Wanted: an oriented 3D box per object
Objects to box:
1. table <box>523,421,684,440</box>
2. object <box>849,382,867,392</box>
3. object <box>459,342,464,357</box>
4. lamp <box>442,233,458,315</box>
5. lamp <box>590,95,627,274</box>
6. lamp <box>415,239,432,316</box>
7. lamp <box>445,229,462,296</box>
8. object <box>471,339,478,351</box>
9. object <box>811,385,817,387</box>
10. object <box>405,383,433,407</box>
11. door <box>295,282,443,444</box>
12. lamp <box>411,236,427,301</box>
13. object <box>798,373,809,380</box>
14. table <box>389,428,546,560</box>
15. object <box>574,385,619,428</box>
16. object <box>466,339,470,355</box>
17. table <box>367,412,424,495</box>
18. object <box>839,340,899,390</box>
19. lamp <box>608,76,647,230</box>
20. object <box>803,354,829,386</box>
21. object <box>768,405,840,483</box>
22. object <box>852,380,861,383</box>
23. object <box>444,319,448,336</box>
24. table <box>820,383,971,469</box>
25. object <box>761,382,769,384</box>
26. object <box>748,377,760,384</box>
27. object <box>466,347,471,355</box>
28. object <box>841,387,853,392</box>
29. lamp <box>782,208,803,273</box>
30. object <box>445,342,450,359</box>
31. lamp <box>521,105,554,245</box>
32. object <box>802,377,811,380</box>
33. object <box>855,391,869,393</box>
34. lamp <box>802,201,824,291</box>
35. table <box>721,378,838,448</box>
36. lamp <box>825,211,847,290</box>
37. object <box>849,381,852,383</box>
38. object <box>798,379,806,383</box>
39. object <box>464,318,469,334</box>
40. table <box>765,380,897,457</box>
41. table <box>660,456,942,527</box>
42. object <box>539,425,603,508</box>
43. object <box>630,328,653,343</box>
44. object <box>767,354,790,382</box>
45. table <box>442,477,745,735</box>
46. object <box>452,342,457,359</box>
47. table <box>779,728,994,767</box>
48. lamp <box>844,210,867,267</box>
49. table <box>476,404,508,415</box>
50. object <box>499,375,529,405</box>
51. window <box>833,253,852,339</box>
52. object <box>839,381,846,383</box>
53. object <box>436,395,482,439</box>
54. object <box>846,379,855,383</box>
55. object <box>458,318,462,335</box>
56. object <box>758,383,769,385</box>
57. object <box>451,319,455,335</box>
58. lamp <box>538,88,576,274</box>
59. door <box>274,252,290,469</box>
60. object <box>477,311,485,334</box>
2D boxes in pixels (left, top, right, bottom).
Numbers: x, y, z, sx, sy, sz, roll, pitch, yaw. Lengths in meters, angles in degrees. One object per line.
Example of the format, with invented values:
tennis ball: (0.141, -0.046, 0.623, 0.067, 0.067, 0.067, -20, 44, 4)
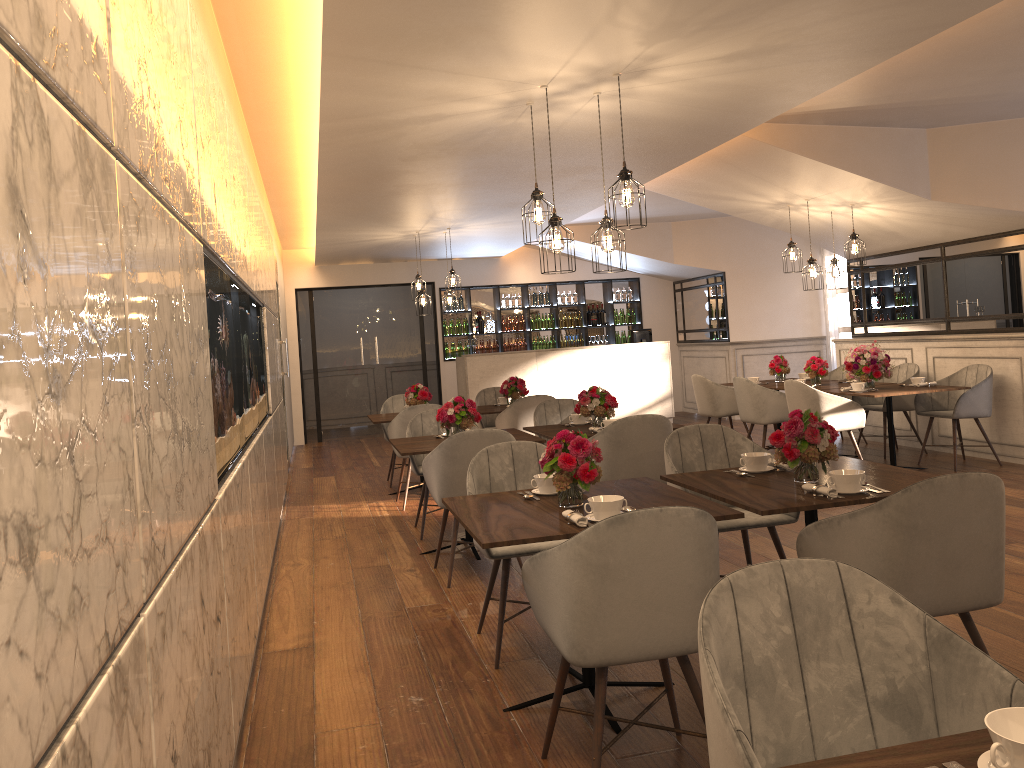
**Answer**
table: (0.635, 0.653, 6.028, 0.897, 0.721, 0.896, -4, 2, -13)
object: (2.947, 0.028, 7.533, 0.148, 0.072, 0.148, -3, 3, 30)
object: (-0.795, -0.538, 13.853, 0.065, 0.261, 0.065, -4, 0, -34)
lamp: (-0.784, -1.847, 10.320, 0.175, 2.072, 0.175, -4, -1, -11)
lamp: (0.462, -1.640, 4.806, 0.175, 2.072, 0.175, -4, -1, -11)
lamp: (-1.072, -1.819, 10.125, 0.175, 2.072, 0.175, -4, -1, -11)
lamp: (-0.724, -2.030, 10.002, 0.175, 2.072, 0.175, -4, -1, -11)
object: (-0.514, -0.513, 12.130, 0.065, 0.208, 0.145, -4, 1, -21)
object: (2.787, 0.028, 8.336, 0.197, 0.015, 0.043, -5, 3, -17)
object: (-0.861, 0.128, 8.243, 0.234, 0.301, 0.305, -4, 1, -38)
door: (-2.175, -0.342, 13.583, 2.108, 2.335, 0.273, -4, 0, -13)
lamp: (-1.157, -2.023, 10.447, 0.175, 2.072, 0.175, -4, -1, -11)
object: (3.129, -0.080, 9.485, 0.148, 0.072, 0.148, -3, 3, 30)
table: (-0.299, 0.725, 5.816, 0.897, 0.721, 0.896, -4, 2, -13)
object: (0.576, 0.145, 5.987, 0.305, 0.301, 0.234, -3, 1, 20)
object: (-0.597, -0.507, 12.106, 0.065, 0.208, 0.065, -4, 0, -21)
table: (-0.844, 0.642, 8.232, 0.897, 0.721, 0.896, -4, 2, -13)
object: (3.092, -0.167, 7.700, 0.420, 0.425, 0.405, -4, 1, -24)
lamp: (0.522, -1.822, 4.487, 0.175, 2.072, 0.175, -4, -1, -11)
object: (2.940, -0.139, 8.588, 0.234, 0.301, 0.305, -4, 1, 7)
object: (1.142, 0.231, 3.474, 0.306, 0.301, 0.234, -5, 1, -35)
object: (3.353, -0.029, 8.501, 0.175, 0.039, 0.056, -4, 2, -13)
object: (-1.034, -0.884, 13.807, 0.065, 0.261, 0.065, -4, 0, -34)
table: (3.255, 0.403, 7.600, 0.897, 0.721, 0.896, -4, 2, -13)
object: (2.590, -0.002, 9.209, 0.197, 0.015, 0.043, -5, 3, -17)
object: (2.545, -0.033, 9.316, 0.148, 0.072, 0.148, -3, 3, 30)
object: (-0.688, -0.546, 13.877, 0.065, 0.261, 0.065, -4, 0, -34)
object: (2.923, 0.041, 7.644, 0.175, 0.039, 0.056, -4, 2, -13)
lamp: (2.665, -2.117, 8.605, 0.175, 2.072, 0.175, -4, -1, -11)
object: (-1.011, -0.521, 13.804, 0.065, 0.261, 0.065, -4, 0, -34)
lamp: (0.089, -1.816, 4.933, 0.175, 2.072, 0.175, -4, -1, -11)
object: (3.156, -0.059, 9.374, 0.175, 0.039, 0.056, -4, 2, -13)
object: (2.992, 0.063, 7.462, 0.211, 0.004, 0.022, -4, 3, -13)
lamp: (2.751, -1.912, 8.282, 0.175, 2.072, 0.175, -4, -1, -11)
table: (2.841, 0.340, 9.432, 0.897, 0.721, 0.896, -4, 2, -13)
lamp: (3.039, -1.941, 8.478, 0.175, 2.072, 0.175, -4, -1, -11)
object: (3.336, -0.023, 8.532, 0.192, 0.024, 0.025, -4, 1, -13)
object: (2.742, -0.003, 8.442, 0.148, 0.072, 0.148, -3, 3, 30)
object: (-0.712, -0.908, 13.881, 0.065, 0.261, 0.065, -4, 0, -34)
table: (3.048, 0.371, 8.516, 0.897, 0.721, 0.896, -4, 2, -13)
table: (1.202, 0.739, 3.514, 0.897, 0.721, 0.896, -4, 2, -13)
object: (0.209, 0.302, 3.292, 0.234, 0.301, 0.305, -4, 1, -11)
object: (1.897, -0.634, 12.838, 0.409, 0.329, 0.129, -5, 1, -35)
object: (2.830, -0.174, 9.400, 0.234, 0.301, 0.306, -3, 1, 35)
table: (0.268, 0.811, 3.302, 0.897, 0.721, 0.896, -4, 2, -13)
object: (-0.903, -0.530, 13.829, 0.065, 0.261, 0.065, -4, 0, -34)
table: (0.814, 0.894, 0.885, 0.897, 0.721, 0.896, -4, 2, -13)
lamp: (3.099, -2.123, 8.159, 0.175, 2.072, 0.175, -4, -1, -11)
table: (0.090, 0.570, 8.444, 0.897, 0.721, 0.896, -4, 2, -13)
object: (0.007, 0.062, 8.448, 0.304, 0.301, 0.234, -3, 1, 35)
window: (6.361, -0.525, 5.270, 0.495, 2.389, 14.517, -4, 3, -16)
object: (3.284, -0.024, 8.718, 0.197, 0.015, 0.043, -5, 3, -17)
object: (-0.355, 0.214, 5.805, 0.305, 0.301, 0.234, -4, 1, 9)
object: (3.326, -0.050, 8.612, 0.148, 0.072, 0.148, -3, 3, 30)
object: (-0.819, -0.900, 13.856, 0.065, 0.261, 0.065, -4, 0, -34)
object: (2.590, 0.002, 9.245, 0.211, 0.004, 0.022, -4, 3, -13)
object: (-0.927, -0.892, 13.832, 0.065, 0.261, 0.065, -4, 0, -34)
lamp: (0.174, -1.611, 4.611, 0.175, 2.072, 0.175, -4, -1, -11)
door: (-2.517, -0.234, 9.680, 0.134, 2.470, 1.856, -4, 1, -13)
object: (-0.494, -0.974, 13.935, 0.104, 0.360, 0.104, -4, 0, -41)
